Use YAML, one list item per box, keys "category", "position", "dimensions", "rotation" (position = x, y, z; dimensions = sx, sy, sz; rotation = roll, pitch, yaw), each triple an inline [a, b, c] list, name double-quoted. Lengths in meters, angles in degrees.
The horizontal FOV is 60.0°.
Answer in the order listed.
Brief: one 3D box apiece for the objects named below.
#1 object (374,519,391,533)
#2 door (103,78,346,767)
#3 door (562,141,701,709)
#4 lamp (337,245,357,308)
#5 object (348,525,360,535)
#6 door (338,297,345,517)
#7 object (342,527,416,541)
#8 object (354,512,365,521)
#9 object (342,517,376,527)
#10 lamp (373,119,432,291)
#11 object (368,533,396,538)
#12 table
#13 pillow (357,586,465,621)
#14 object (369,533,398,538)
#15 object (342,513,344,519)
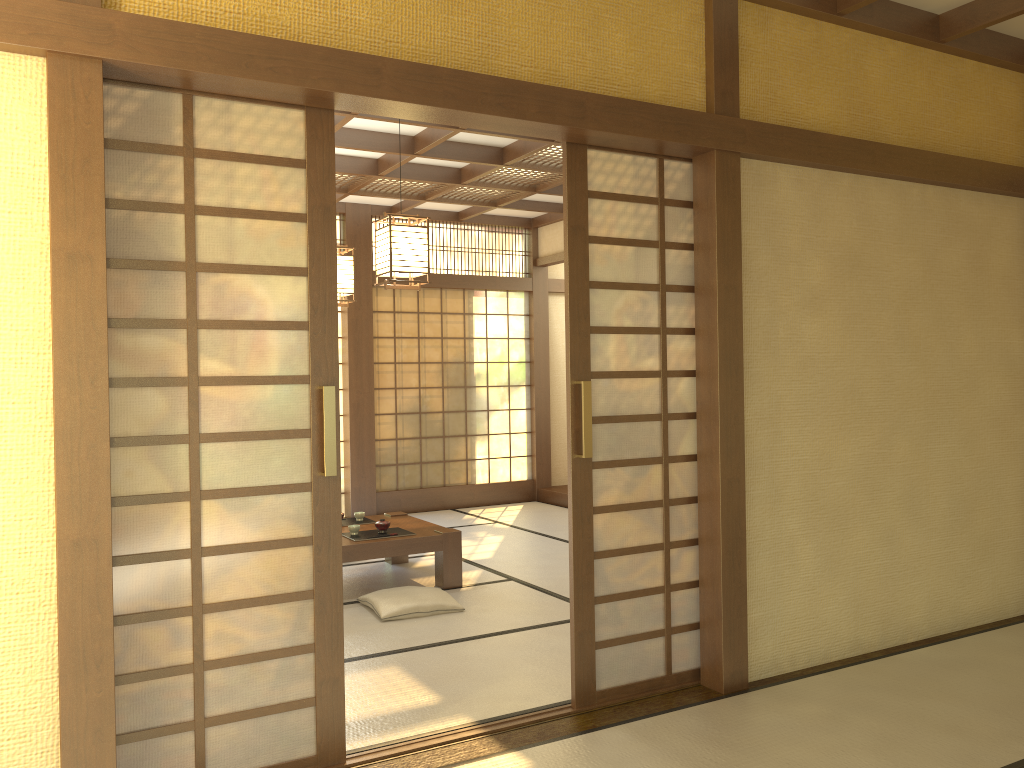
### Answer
- category: "object"
  position: [-0.812, 0.889, 5.562]
  dimensions: [0.100, 0.080, 0.100]
  rotation: [-1, 0, -29]
- category: "door"
  position: [-1.117, 0.175, 2.712]
  dimensions: [1.230, 2.265, 0.076]
  rotation: [-1, 0, -29]
- category: "door"
  position: [0.770, 0.136, 3.773]
  dimensions: [1.230, 2.265, 0.076]
  rotation: [-1, 0, -29]
- category: "lamp"
  position: [-1.162, -1.059, 5.725]
  dimensions: [0.240, 1.129, 0.240]
  rotation: [-1, 0, -29]
- category: "object"
  position: [-0.983, 0.909, 5.524]
  dimensions: [0.074, 0.052, 0.073]
  rotation: [-1, 0, 14]
- category: "door"
  position: [-1.192, 0.170, 8.784]
  dimensions: [1.894, 2.380, 0.073]
  rotation: [-1, 0, -29]
- category: "object"
  position: [-0.840, 0.936, 5.533]
  dimensions: [0.400, 0.007, 0.300]
  rotation: [-1, 0, -29]
- category: "object"
  position: [-1.043, 0.907, 6.072]
  dimensions: [0.074, 0.052, 0.073]
  rotation: [-1, 0, 14]
- category: "object"
  position: [-1.148, 0.938, 6.010]
  dimensions: [0.400, 0.007, 0.300]
  rotation: [-1, 0, -29]
- category: "lamp"
  position: [-0.591, -1.063, 4.709]
  dimensions: [0.240, 1.129, 0.240]
  rotation: [-1, 0, -29]
- category: "object"
  position: [-0.796, 0.929, 5.438]
  dimensions: [0.200, 0.008, 0.008]
  rotation: [-1, 0, -36]
- category: "table"
  position: [-0.993, 1.106, 5.747]
  dimensions: [1.000, 0.350, 1.000]
  rotation: [-1, 0, -29]
- category: "pillow"
  position: [-0.587, 1.242, 5.079]
  dimensions: [0.486, 0.107, 0.496]
  rotation: [-1, 0, -26]
- category: "object"
  position: [-0.792, 0.929, 5.426]
  dimensions: [0.200, 0.008, 0.008]
  rotation: [-1, 0, -31]
- category: "object"
  position: [-1.177, 0.893, 5.962]
  dimensions: [0.100, 0.080, 0.100]
  rotation: [-1, 0, -29]
